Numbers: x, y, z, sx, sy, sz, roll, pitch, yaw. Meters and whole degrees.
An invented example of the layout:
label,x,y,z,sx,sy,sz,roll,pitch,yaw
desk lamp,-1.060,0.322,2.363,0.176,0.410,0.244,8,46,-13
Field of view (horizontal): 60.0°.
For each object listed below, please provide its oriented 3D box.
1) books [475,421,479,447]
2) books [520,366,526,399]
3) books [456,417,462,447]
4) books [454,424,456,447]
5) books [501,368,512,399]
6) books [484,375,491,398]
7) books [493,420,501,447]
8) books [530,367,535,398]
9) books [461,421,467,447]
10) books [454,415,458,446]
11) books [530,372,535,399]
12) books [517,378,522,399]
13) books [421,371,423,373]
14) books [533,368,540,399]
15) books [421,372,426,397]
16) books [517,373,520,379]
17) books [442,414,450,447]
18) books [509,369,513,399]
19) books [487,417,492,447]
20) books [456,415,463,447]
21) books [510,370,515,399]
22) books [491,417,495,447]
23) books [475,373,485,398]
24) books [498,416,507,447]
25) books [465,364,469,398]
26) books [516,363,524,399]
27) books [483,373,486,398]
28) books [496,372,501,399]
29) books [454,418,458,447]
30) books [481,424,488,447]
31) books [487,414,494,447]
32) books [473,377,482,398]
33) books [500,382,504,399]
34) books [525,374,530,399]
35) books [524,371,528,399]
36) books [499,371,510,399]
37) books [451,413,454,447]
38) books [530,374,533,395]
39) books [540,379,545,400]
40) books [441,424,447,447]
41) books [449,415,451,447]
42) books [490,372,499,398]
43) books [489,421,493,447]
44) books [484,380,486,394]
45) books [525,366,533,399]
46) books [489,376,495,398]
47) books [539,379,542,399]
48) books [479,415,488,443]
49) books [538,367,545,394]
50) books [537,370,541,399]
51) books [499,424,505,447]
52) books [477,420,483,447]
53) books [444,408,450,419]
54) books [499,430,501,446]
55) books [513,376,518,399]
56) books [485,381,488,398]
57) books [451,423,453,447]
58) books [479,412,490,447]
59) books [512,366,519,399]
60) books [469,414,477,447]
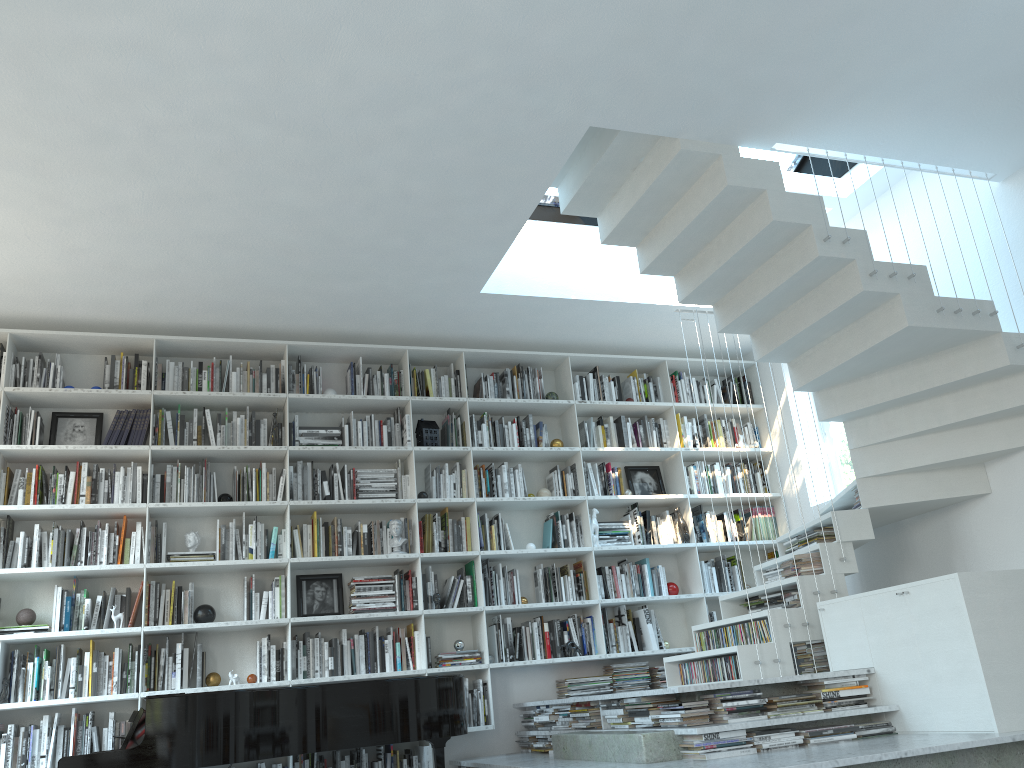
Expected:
label,x,y,z,sx,sy,sz,roll,pitch,yaw
books,-0.274,0.409,6.503,0.012,0.238,0.139,1,-21,-20
books,0.060,0.038,6.737,0.015,0.298,0.184,1,-21,-20
books,-0.399,0.390,6.431,0.013,0.247,0.187,1,-21,-20
books,-0.434,0.415,6.436,0.013,0.210,0.140,1,-21,-20
books,-0.047,0.047,6.723,0.024,0.291,0.168,1,-21,-20
books,-0.197,0.067,6.643,0.013,0.228,0.174,1,-21,-20
books,-0.128,0.407,6.540,0.027,0.240,0.160,1,-21,-20
books,0.140,0.046,6.813,0.008,0.320,0.134,1,-21,-20
books,-0.368,0.407,6.436,0.008,0.213,0.224,1,-21,-20
books,-0.427,0.385,6.470,0.013,0.287,0.132,1,-21,-20
books,0.134,0.050,6.789,0.019,0.298,0.137,1,-21,-20
books,0.034,0.084,6.712,0.018,0.200,0.189,1,-21,-20
books,-0.664,0.048,6.514,0.007,0.263,0.133,1,-21,-20
books,0.166,0.048,6.789,0.013,0.296,0.189,1,-21,-20
books,-0.661,0.050,6.474,0.015,0.233,0.171,1,-21,-20
books,0.039,0.066,6.738,0.008,0.250,0.170,1,-21,-20
books,-0.479,0.376,6.405,0.021,0.271,0.191,1,-21,-20
books,-0.032,0.051,6.740,0.017,0.294,0.139,1,-21,-20
books,-0.188,0.393,6.525,0.010,0.267,0.166,1,-21,-20
books,-0.389,0.382,6.477,0.005,0.291,0.131,1,-21,-20
books,-0.014,0.054,6.740,0.007,0.284,0.160,1,-21,-20
books,-0.156,0.398,6.560,0.012,0.275,0.133,1,-21,-20
books,-0.239,0.061,6.635,0.009,0.243,0.174,1,-21,-20
books,-0.078,0.395,6.584,0.013,0.283,0.155,1,-21,-20
books,-0.360,0.025,6.592,0.019,0.303,0.176,1,-21,-20
books,0.043,0.030,6.753,0.007,0.328,0.184,1,-21,-20
books,-0.233,0.064,6.646,0.011,0.243,0.173,1,-21,-20
books,-0.123,0.062,6.689,0.021,0.255,0.169,1,-21,-20
books,-0.425,0.391,6.437,0.005,0.254,0.159,1,-21,-20
books,-0.223,0.417,6.492,0.026,0.207,0.181,1,-21,-20
books,-0.170,0.387,6.551,0.021,0.295,0.139,1,-21,-20
books,-0.261,0.076,6.613,0.046,0.205,0.184,1,-21,-20
books,-0.101,0.100,6.703,0.031,0.190,0.133,1,-21,-20
books,0.098,0.070,6.765,0.024,0.251,0.150,1,-21,-20
books,0.082,0.059,6.764,0.008,0.274,0.163,1,-21,-20
books,-0.063,0.054,6.688,0.028,0.257,0.185,1,-21,-20
books,-0.444,0.372,6.427,0.021,0.287,0.180,1,-21,-20
books,0.124,0.067,6.773,0.014,0.257,0.150,1,-21,-20
books,0.208,0.090,6.786,0.014,0.208,0.188,1,-21,-20
books,-0.493,0.414,6.421,0.019,0.213,0.156,1,-21,-20
books,-0.468,0.381,6.422,0.022,0.271,0.182,1,-21,-20
books,-0.146,0.061,6.679,0.030,0.254,0.161,1,-21,-20
books,-0.179,0.412,6.531,0.012,0.235,0.166,1,-21,-20
books,-0.226,0.062,6.660,0.012,0.254,0.134,1,-21,-20
books,0.113,0.041,6.772,0.008,0.306,0.183,1,-21,-20
books,-0.173,0.074,6.665,0.028,0.225,0.164,1,-21,-20
books,0.190,0.090,6.790,0.018,0.213,0.158,1,-21,-20
books,-0.214,0.388,6.525,0.011,0.282,0.173,1,-21,-20
books,0.213,0.045,6.807,0.006,0.305,0.164,1,-21,-20
books,0.179,0.054,6.784,0.008,0.277,0.181,1,-21,-20
books,-0.095,0.424,6.570,0.028,0.222,0.142,1,-21,-20
books,-0.254,0.406,6.505,0.026,0.242,0.148,1,-21,-20
books,-0.468,0.355,6.449,0.025,0.338,0.143,1,-21,-20
books,-0.113,0.427,6.559,0.014,0.214,0.132,1,-21,-20
books,0.007,0.073,6.719,0.018,0.230,0.160,1,-21,-20
books,-0.209,0.093,6.643,0.009,0.182,0.160,1,-21,-20
books,-0.457,0.412,6.431,0.024,0.216,0.169,1,-21,-20
books,-0.201,0.375,6.528,0.014,0.305,0.153,1,-21,-20
books,0.013,0.037,6.741,0.006,0.311,0.179,1,-21,-20
books,-0.293,0.382,6.490,0.012,0.284,0.160,1,-21,-20
